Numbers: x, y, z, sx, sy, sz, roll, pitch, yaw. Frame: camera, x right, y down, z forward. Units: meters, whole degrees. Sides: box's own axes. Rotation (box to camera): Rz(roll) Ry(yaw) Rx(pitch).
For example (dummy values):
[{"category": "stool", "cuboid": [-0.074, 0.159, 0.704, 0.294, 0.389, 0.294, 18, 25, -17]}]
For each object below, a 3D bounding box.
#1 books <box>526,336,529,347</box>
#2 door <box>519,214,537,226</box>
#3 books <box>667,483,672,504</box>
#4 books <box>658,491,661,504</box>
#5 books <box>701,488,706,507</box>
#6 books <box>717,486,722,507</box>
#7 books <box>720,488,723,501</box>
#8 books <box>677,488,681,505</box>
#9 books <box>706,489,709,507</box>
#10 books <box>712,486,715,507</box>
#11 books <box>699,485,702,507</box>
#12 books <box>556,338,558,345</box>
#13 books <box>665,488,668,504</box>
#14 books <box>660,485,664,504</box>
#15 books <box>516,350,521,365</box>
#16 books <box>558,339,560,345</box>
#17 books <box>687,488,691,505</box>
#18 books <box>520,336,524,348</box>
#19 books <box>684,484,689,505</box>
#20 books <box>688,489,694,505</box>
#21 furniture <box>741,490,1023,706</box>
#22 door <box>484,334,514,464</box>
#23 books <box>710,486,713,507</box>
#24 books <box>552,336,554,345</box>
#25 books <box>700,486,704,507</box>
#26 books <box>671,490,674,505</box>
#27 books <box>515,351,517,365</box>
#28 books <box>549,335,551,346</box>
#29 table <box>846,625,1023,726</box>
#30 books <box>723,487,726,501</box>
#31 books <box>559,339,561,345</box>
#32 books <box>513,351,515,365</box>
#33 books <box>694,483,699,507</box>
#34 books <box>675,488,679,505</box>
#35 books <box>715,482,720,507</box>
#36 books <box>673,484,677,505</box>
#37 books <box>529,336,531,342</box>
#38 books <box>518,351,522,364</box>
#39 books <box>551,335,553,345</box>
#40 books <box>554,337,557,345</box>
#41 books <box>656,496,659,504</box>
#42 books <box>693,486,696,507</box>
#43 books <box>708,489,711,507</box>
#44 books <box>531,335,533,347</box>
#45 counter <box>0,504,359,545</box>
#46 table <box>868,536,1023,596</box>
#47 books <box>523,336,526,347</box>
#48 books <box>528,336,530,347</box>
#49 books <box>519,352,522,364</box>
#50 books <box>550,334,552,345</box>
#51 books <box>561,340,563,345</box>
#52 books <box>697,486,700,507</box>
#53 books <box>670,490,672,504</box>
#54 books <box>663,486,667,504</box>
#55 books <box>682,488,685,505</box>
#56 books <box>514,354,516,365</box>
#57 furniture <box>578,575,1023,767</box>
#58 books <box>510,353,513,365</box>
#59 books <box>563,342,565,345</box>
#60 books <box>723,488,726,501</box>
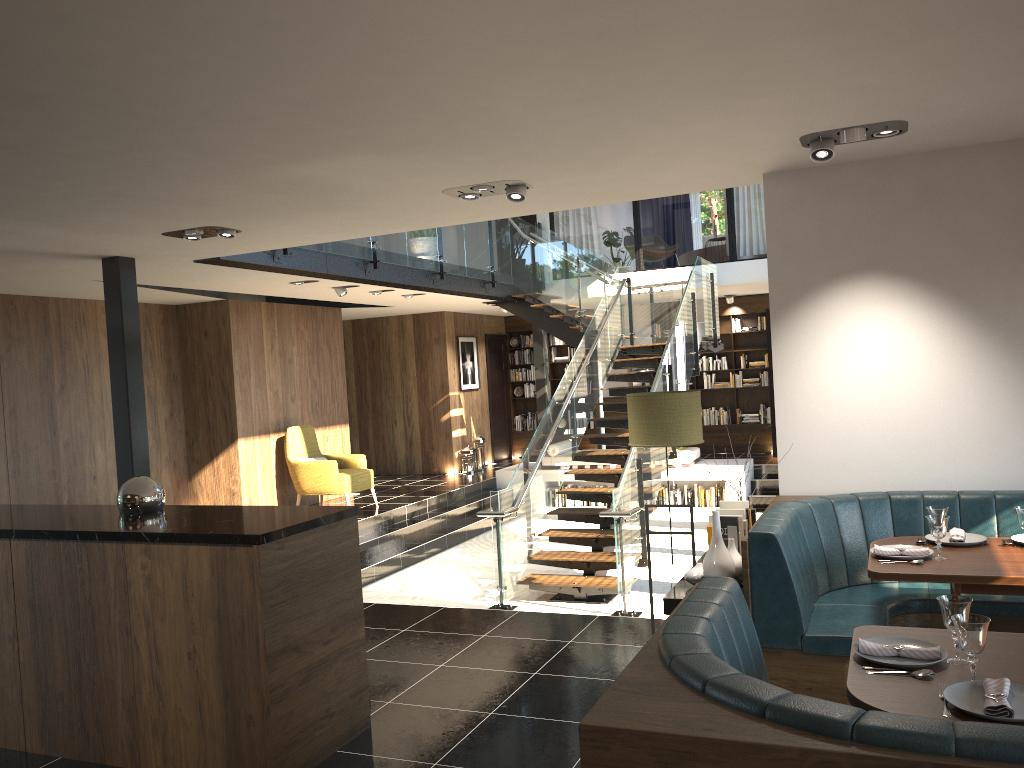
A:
[{"category": "books", "cuboid": [0.311, -0.803, 16.801, 0.059, 0.216, 0.159, -3, 1, 23]}, {"category": "door", "cuboid": [0.144, -2.789, 16.672, 0.931, 2.348, 0.104, -3, 2, 23]}, {"category": "books", "cuboid": [2.323, 1.627, 13.041, 0.029, 0.326, 0.152, -3, 1, 23]}, {"category": "books", "cuboid": [2.188, 1.663, 13.084, 0.029, 0.268, 0.146, -3, 1, 23]}, {"category": "books", "cuboid": [2.771, 1.641, 12.803, 0.025, 0.249, 0.208, -3, 1, 23]}, {"category": "books", "cuboid": [2.986, 1.617, 12.729, 0.030, 0.273, 0.185, -3, 1, 23]}, {"category": "books", "cuboid": [3.014, 1.625, 12.731, 0.019, 0.255, 0.180, -3, 1, 23]}, {"category": "books", "cuboid": [2.448, 1.655, 12.957, 0.019, 0.256, 0.186, -3, 1, 23]}, {"category": "books", "cuboid": [2.836, 1.639, 12.776, 0.024, 0.246, 0.211, -3, 1, 23]}, {"category": "books", "cuboid": [2.919, 1.615, 12.754, 0.028, 0.285, 0.210, -3, 1, 23]}, {"category": "books", "cuboid": [2.736, 1.616, 12.844, 0.021, 0.302, 0.167, -3, 1, 23]}, {"category": "books", "cuboid": [0.871, -0.834, 16.562, 0.019, 0.216, 0.214, -3, 1, 23]}, {"category": "books", "cuboid": [2.291, 1.657, 13.035, 0.027, 0.270, 0.187, -3, 1, 23]}, {"category": "books", "cuboid": [2.217, 1.643, 13.074, 0.035, 0.305, 0.151, -3, 1, 23]}, {"category": "books", "cuboid": [0.140, -0.505, 16.862, 0.022, 0.267, 0.197, -3, 1, 23]}, {"category": "books", "cuboid": [0.899, -0.831, 16.568, 0.027, 0.207, 0.202, -3, 1, 23]}, {"category": "books", "cuboid": [2.588, 1.647, 12.928, 0.030, 0.257, 0.160, -3, 1, 23]}, {"category": "books", "cuboid": [0.217, -0.798, 16.805, 0.024, 0.216, 0.210, -3, 1, 23]}, {"category": "books", "cuboid": [2.554, 1.621, 12.926, 0.027, 0.312, 0.189, -3, 1, 23]}, {"category": "books", "cuboid": [2.605, 1.660, 12.887, 0.032, 0.229, 0.228, -3, 1, 23]}, {"category": "furniture", "cuboid": [2.526, 0.997, 4.151, 2.610, 0.822, 1.364, -3, 1, 23]}, {"category": "door", "cuboid": [-0.266, 0.258, 16.429, 0.104, 2.348, 0.930, -3, 2, 23]}, {"category": "books", "cuboid": [2.896, 1.616, 12.784, 0.039, 0.284, 0.199, -3, 1, 23]}, {"category": "books", "cuboid": [0.803, -0.841, 16.562, 0.013, 0.239, 0.255, -3, 1, 23]}, {"category": "books", "cuboid": [2.757, 1.624, 12.833, 0.025, 0.285, 0.164, -3, 1, 23]}, {"category": "books", "cuboid": [2.372, 1.672, 13.012, 0.028, 0.231, 0.158, -3, 1, 23]}, {"category": "books", "cuboid": [0.116, -0.498, 16.877, 0.035, 0.255, 0.183, -3, 1, 23]}, {"category": "books", "cuboid": [0.750, -0.821, 16.599, 0.021, 0.204, 0.224, -3, 1, 23]}, {"category": "table", "cuboid": [1.760, 1.145, 2.427, 1.538, 0.661, 0.822, -3, 1, 23]}, {"category": "books", "cuboid": [3.044, 1.607, 12.723, 0.043, 0.287, 0.147, -3, 1, 23]}, {"category": "books", "cuboid": [0.927, -0.815, 16.554, 0.034, 0.171, 0.158, -3, 1, 23]}, {"category": "books", "cuboid": [0.057, -0.495, 16.931, 0.066, 0.255, 0.127, -3, 1, 23]}, {"category": "books", "cuboid": [2.686, 1.603, 12.851, 0.028, 0.334, 0.205, -3, 1, 23]}, {"category": "books", "cuboid": [2.422, 1.658, 12.968, 0.036, 0.253, 0.177, -3, 1, 23]}, {"category": "books", "cuboid": [2.956, 1.591, 12.752, 0.042, 0.328, 0.205, -3, 1, 23]}, {"category": "books", "cuboid": [2.395, 1.627, 12.995, 0.033, 0.318, 0.152, -3, 1, 23]}, {"category": "books", "cuboid": [0.371, -0.800, 16.801, 0.025, 0.203, 0.156, -3, 1, 23]}, {"category": "books", "cuboid": [0.164, -0.503, 16.857, 0.027, 0.261, 0.181, -3, 1, 23]}, {"category": "books", "cuboid": [0.793, -0.837, 16.571, 0.014, 0.231, 0.280, -3, 1, 23]}, {"category": "books", "cuboid": [0.835, -0.861, 16.520, 0.011, 0.276, 0.287, -3, 1, 23]}, {"category": "books", "cuboid": [2.158, 1.665, 13.088, 0.029, 0.268, 0.173, -3, 1, 23]}, {"category": "books", "cuboid": [2.676, 1.628, 12.893, 0.026, 0.284, 0.177, -3, 1, 23]}, {"category": "books", "cuboid": [2.859, 1.637, 12.772, 0.021, 0.248, 0.197, -3, 1, 23]}, {"category": "books", "cuboid": [0.414, -0.816, 16.732, 0.039, 0.230, 0.205, -3, 1, 23]}, {"category": "counter", "cuboid": [-2.489, 0.688, 4.501, 3.574, 0.041, 0.698, -3, 1, 23]}, {"category": "table", "cuboid": [2.419, 1.088, 3.907, 1.538, 0.661, 0.822, -3, 1, 23]}, {"category": "books", "cuboid": [0.268, -0.804, 16.811, 0.026, 0.222, 0.202, -3, 1, 23]}, {"category": "books", "cuboid": [0.346, -0.803, 16.793, 0.014, 0.212, 0.184, -3, 1, 23]}, {"category": "books", "cuboid": [0.187, -0.495, 16.826, 0.039, 0.243, 0.179, -3, 1, 23]}, {"category": "books", "cuboid": [0.779, -0.839, 16.599, 0.033, 0.237, 0.231, -3, 1, 23]}, {"category": "books", "cuboid": [0.954, -0.836, 16.535, 0.034, 0.211, 0.205, -3, 1, 23]}, {"category": "books", "cuboid": [2.715, 1.627, 12.850, 0.023, 0.283, 0.175, -3, 1, 23]}, {"category": "books", "cuboid": [2.354, 1.675, 13.039, 0.026, 0.226, 0.132, -3, 1, 23]}, {"category": "books", "cuboid": [2.258, 1.650, 13.026, 0.026, 0.287, 0.204, -3, 1, 23]}, {"category": "books", "cuboid": [2.517, 1.632, 12.958, 0.066, 0.294, 0.142, -3, 1, 23]}, {"category": "books", "cuboid": [0.090, -0.471, 16.890, 0.025, 0.204, 0.192, -3, 1, 23]}, {"category": "furniture", "cuboid": [1.640, 1.074, 2.178, 2.610, 0.822, 1.364, -3, 1, 23]}, {"category": "books", "cuboid": [0.009, -0.480, 16.930, 0.023, 0.231, 0.143, -3, 1, 23]}, {"category": "books", "cuboid": [0.995, -0.844, 16.534, 0.042, 0.223, 0.163, -3, 1, 23]}, {"category": "books", "cuboid": [3.067, 1.618, 12.673, 0.037, 0.264, 0.272, -3, 1, 23]}]
